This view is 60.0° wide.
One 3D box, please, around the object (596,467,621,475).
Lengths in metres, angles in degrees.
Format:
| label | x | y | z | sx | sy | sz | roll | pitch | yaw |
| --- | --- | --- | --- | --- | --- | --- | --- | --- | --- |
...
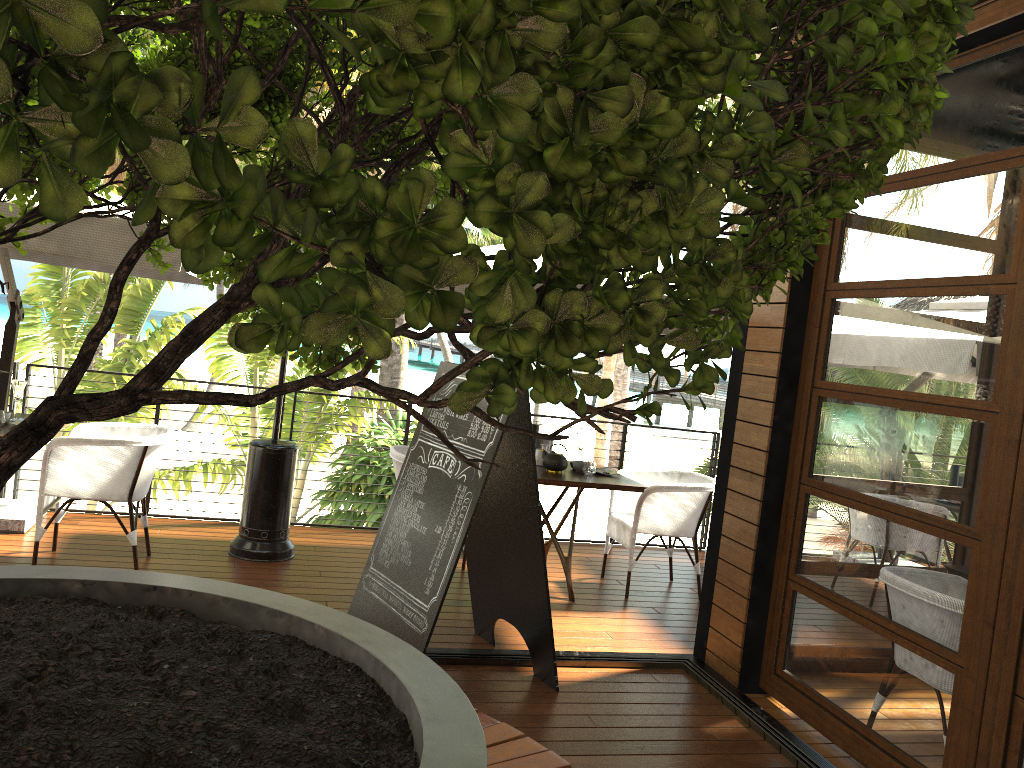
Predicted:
| label | x | y | z | sx | sy | sz | roll | pitch | yaw |
| --- | --- | --- | --- | --- | --- | --- | --- | --- | --- |
| object | 0.582 | 0.568 | 5.818 | 0.170 | 0.025 | 0.295 | 6 | 3 | -16 |

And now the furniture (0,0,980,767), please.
| label | x | y | z | sx | sy | sz | roll | pitch | yaw |
| --- | --- | --- | --- | --- | --- | --- | --- | --- | --- |
| furniture | -0.834 | 0.026 | 1.327 | 2.573 | 2.721 | 2.717 | 9 | 3 | 39 |

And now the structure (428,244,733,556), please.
| label | x | y | z | sx | sy | sz | roll | pitch | yaw |
| --- | --- | --- | --- | --- | --- | --- | --- | --- | --- |
| structure | 0.240 | 0.124 | 5.779 | 2.412 | 2.331 | 2.416 | 6 | 2 | -16 |

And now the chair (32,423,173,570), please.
| label | x | y | z | sx | sy | sz | roll | pitch | yaw |
| --- | --- | --- | --- | --- | --- | --- | --- | --- | --- |
| chair | -2.281 | 0.628 | 4.996 | 0.616 | 0.788 | 0.628 | 6 | 2 | -15 |

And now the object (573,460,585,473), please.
| label | x | y | z | sx | sy | sz | roll | pitch | yaw |
| --- | --- | --- | --- | --- | --- | --- | --- | --- | --- |
| object | 0.446 | 0.535 | 5.729 | 0.116 | 0.065 | 0.116 | 6 | 2 | -12 |

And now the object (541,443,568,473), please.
| label | x | y | z | sx | sy | sz | roll | pitch | yaw |
| --- | --- | --- | --- | --- | --- | --- | --- | --- | --- |
| object | 0.277 | 0.462 | 5.611 | 0.163 | 0.179 | 0.168 | 6 | 2 | -18 |

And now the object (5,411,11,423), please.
| label | x | y | z | sx | sy | sz | roll | pitch | yaw |
| --- | --- | --- | --- | --- | --- | --- | --- | --- | --- |
| object | -2.784 | 0.183 | 4.808 | 0.116 | 0.065 | 0.116 | 6 | 3 | -17 |

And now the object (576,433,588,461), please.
| label | x | y | z | sx | sy | sz | roll | pitch | yaw |
| --- | --- | --- | --- | --- | --- | --- | --- | --- | --- |
| object | 0.454 | 0.444 | 5.897 | 0.082 | 0.227 | 0.082 | 7 | 2 | -15 |

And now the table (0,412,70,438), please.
| label | x | y | z | sx | sy | sz | roll | pitch | yaw |
| --- | --- | --- | --- | --- | --- | --- | --- | --- | --- |
| table | -3.017 | 0.564 | 4.818 | 0.931 | 0.749 | 0.933 | 6 | 2 | -16 |

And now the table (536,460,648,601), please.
| label | x | y | z | sx | sy | sz | roll | pitch | yaw |
| --- | --- | --- | --- | --- | --- | --- | --- | --- | --- |
| table | 0.220 | 0.917 | 5.741 | 0.931 | 0.749 | 0.933 | 6 | 2 | -16 |

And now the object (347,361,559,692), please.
| label | x | y | z | sx | sy | sz | roll | pitch | yaw |
| --- | --- | --- | --- | --- | --- | --- | --- | --- | --- |
| object | -0.228 | 0.617 | 4.081 | 0.771 | 1.396 | 0.769 | 6 | 2 | -31 |

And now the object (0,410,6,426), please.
| label | x | y | z | sx | sy | sz | roll | pitch | yaw |
| --- | --- | --- | --- | --- | --- | --- | --- | --- | --- |
| object | -2.737 | 0.183 | 4.706 | 0.086 | 0.086 | 0.086 | 7 | 2 | -11 |

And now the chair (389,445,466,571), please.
| label | x | y | z | sx | sy | sz | roll | pitch | yaw |
| --- | --- | --- | --- | --- | --- | --- | --- | --- | --- |
| chair | -0.494 | 0.821 | 5.531 | 0.616 | 0.788 | 0.628 | 6 | 2 | -15 |

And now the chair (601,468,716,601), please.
| label | x | y | z | sx | sy | sz | roll | pitch | yaw |
| --- | --- | --- | --- | --- | --- | --- | --- | --- | --- |
| chair | 0.998 | 0.985 | 5.931 | 0.616 | 0.788 | 0.628 | 6 | 2 | -15 |

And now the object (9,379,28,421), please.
| label | x | y | z | sx | sy | sz | roll | pitch | yaw |
| --- | --- | --- | --- | --- | --- | --- | --- | --- | --- |
| object | -2.777 | 0.092 | 4.976 | 0.082 | 0.227 | 0.082 | 7 | 2 | -15 |

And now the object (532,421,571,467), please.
| label | x | y | z | sx | sy | sz | roll | pitch | yaw |
| --- | --- | --- | --- | --- | --- | --- | --- | --- | --- |
| object | 0.202 | 0.398 | 5.897 | 0.264 | 0.264 | 0.263 | 8 | 2 | 29 |

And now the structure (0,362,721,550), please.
| label | x | y | z | sx | sy | sz | roll | pitch | yaw |
| --- | --- | --- | --- | --- | --- | --- | --- | --- | --- |
| structure | -7.537 | -0.026 | 4.758 | 26.251 | 1.153 | 0.163 | 6 | 2 | -16 |

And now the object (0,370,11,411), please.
| label | x | y | z | sx | sy | sz | roll | pitch | yaw |
| --- | --- | --- | --- | --- | --- | --- | --- | --- | --- |
| object | -3.029 | 0.046 | 4.976 | 0.264 | 0.264 | 0.263 | 8 | 2 | 29 |

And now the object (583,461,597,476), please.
| label | x | y | z | sx | sy | sz | roll | pitch | yaw |
| --- | --- | --- | --- | --- | --- | --- | --- | --- | --- |
| object | 0.493 | 0.535 | 5.627 | 0.086 | 0.086 | 0.086 | 7 | 2 | -11 |

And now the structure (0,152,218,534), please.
| label | x | y | z | sx | sy | sz | roll | pitch | yaw |
| --- | --- | --- | --- | --- | --- | --- | --- | --- | --- |
| structure | -2.988 | -0.228 | 4.859 | 2.412 | 2.331 | 2.416 | 6 | 2 | -16 |

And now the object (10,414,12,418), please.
| label | x | y | z | sx | sy | sz | roll | pitch | yaw |
| --- | --- | --- | --- | --- | --- | --- | --- | --- | --- |
| object | -2.814 | 0.187 | 4.904 | 0.080 | 0.042 | 0.080 | 9 | 3 | 35 |

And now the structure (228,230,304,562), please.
| label | x | y | z | sx | sy | sz | roll | pitch | yaw |
| --- | --- | --- | --- | --- | --- | --- | --- | --- | --- |
| structure | -1.458 | -0.011 | 5.604 | 0.699 | 2.191 | 0.700 | 6 | 2 | -28 |

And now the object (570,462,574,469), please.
| label | x | y | z | sx | sy | sz | roll | pitch | yaw |
| --- | --- | --- | --- | --- | --- | --- | --- | --- | --- |
| object | 0.417 | 0.539 | 5.825 | 0.080 | 0.042 | 0.080 | 6 | 3 | -25 |

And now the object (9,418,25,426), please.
| label | x | y | z | sx | sy | sz | roll | pitch | yaw |
| --- | --- | --- | --- | --- | --- | --- | --- | --- | --- |
| object | -2.649 | 0.216 | 4.897 | 0.170 | 0.025 | 0.295 | 6 | 3 | -16 |
